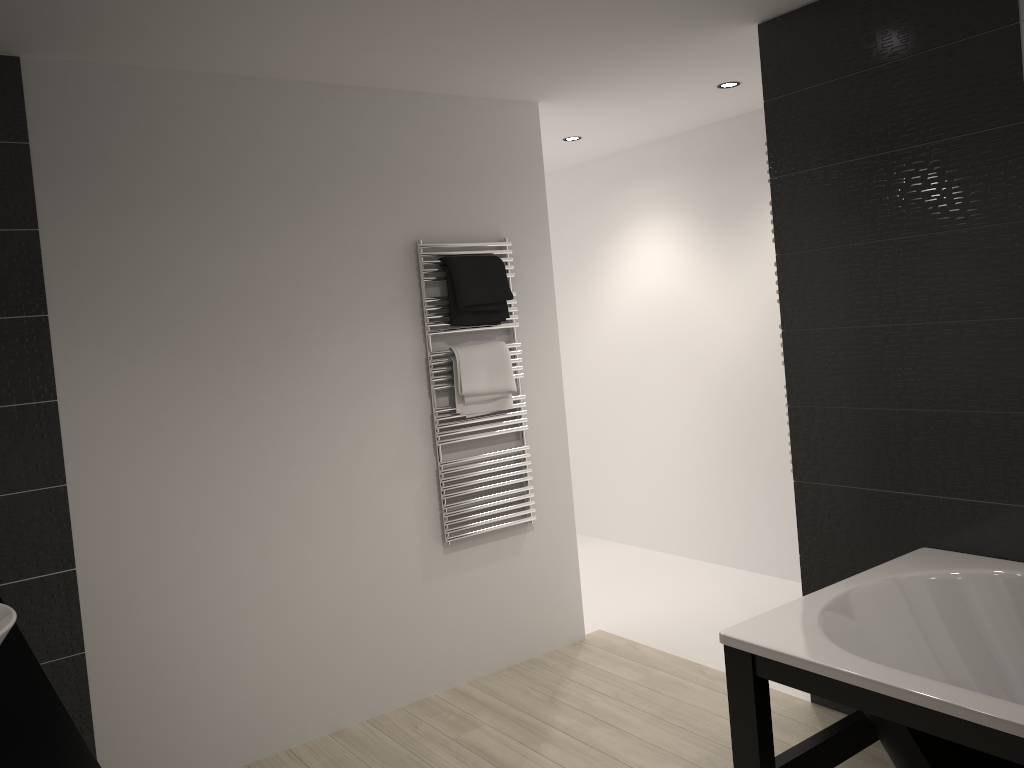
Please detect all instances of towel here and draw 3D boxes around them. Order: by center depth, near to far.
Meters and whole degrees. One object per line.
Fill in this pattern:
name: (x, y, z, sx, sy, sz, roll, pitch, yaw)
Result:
towel: (-0.144, -0.400, 3.800, 0.301, 0.309, 0.141, -8, 3, -39)
towel: (-0.124, -0.020, 3.817, 0.303, 0.309, 0.098, -7, 3, -34)

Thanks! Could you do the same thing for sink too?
sink: (-1.172, 0.572, 1.546, 0.559, 0.212, 0.561, -3, 5, 33)

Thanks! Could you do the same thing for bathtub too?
bathtub: (1.605, 0.929, 1.730, 1.010, 0.675, 2.179, -8, 5, -36)

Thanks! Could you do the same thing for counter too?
counter: (-0.763, 0.723, 1.039, 0.656, 0.084, 3.843, -8, 5, -36)

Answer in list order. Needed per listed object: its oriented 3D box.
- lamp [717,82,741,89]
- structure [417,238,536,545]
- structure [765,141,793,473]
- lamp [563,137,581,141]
lamp: (1.004, -1.384, 4.102, 0.106, 0.004, 0.105, -7, 4, -21)
structure: (-0.146, 0.014, 3.849, 0.473, 1.290, 0.039, -7, 3, -36)
structure: (1.202, -0.312, 3.465, 0.473, 1.290, 0.039, -7, 3, -36)
lamp: (0.341, -1.388, 5.020, 0.105, 0.004, 0.106, -4, 4, 15)
